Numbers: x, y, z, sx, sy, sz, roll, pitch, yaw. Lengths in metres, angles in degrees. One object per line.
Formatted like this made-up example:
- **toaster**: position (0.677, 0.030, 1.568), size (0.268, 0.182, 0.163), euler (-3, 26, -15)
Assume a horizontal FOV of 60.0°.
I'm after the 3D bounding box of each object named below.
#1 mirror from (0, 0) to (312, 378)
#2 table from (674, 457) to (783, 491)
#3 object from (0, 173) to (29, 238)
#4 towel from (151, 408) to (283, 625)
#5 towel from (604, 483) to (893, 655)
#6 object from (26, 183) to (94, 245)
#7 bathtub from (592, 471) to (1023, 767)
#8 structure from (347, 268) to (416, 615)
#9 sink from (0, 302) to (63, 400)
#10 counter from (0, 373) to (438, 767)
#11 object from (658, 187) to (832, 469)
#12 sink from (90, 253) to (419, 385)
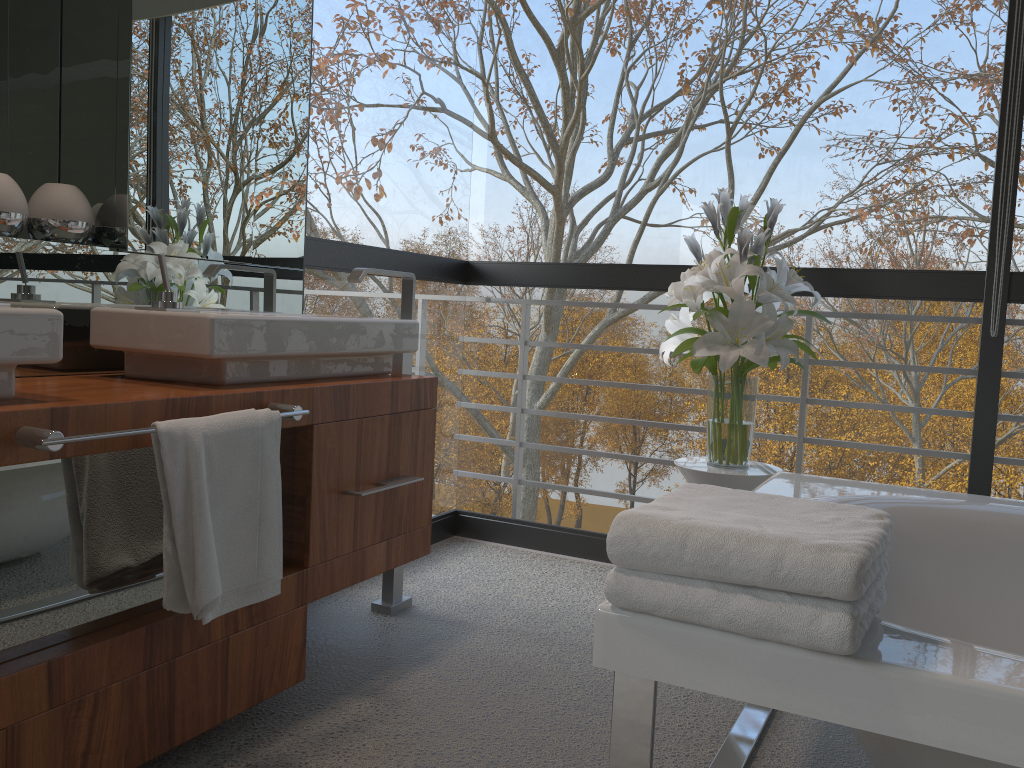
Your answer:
- **mirror**: position (-1.075, -0.815, 1.771), size (0.253, 1.616, 1.791), euler (5, 5, 26)
- **table**: position (0.613, 0.474, 2.584), size (0.307, 0.478, 0.308), euler (4, 4, 10)
- **object**: position (-1.069, -0.366, 1.820), size (0.136, 0.130, 0.136), euler (1, 5, -21)
- **towel**: position (-0.514, 0.234, 1.590), size (0.079, 0.368, 0.302), euler (5, 5, 27)
- **towel**: position (0.333, 0.244, 1.210), size (0.322, 0.145, 0.305), euler (5, 5, 29)
- **object**: position (-0.999, -0.374, 1.961), size (0.136, 0.130, 0.136), euler (1, 5, -21)
- **bathtub**: position (1.268, 0.591, 1.352), size (1.959, 0.504, 1.328), euler (5, 5, 27)
- **structure**: position (-0.375, 0.175, 2.508), size (0.069, 0.988, 0.303), euler (5, 4, 26)
- **sink**: position (-1.049, -0.101, 1.184), size (0.352, 0.266, 0.750), euler (5, 5, 26)
- **counter**: position (-0.796, 0.361, 1.654), size (0.525, 0.704, 1.849), euler (5, 5, 26)
- **object**: position (0.630, -0.161, 2.541), size (0.460, 0.795, 0.450), euler (0, 5, -36)
- **sink**: position (-0.571, -0.152, 2.132), size (0.352, 0.266, 0.750), euler (5, 5, 26)
